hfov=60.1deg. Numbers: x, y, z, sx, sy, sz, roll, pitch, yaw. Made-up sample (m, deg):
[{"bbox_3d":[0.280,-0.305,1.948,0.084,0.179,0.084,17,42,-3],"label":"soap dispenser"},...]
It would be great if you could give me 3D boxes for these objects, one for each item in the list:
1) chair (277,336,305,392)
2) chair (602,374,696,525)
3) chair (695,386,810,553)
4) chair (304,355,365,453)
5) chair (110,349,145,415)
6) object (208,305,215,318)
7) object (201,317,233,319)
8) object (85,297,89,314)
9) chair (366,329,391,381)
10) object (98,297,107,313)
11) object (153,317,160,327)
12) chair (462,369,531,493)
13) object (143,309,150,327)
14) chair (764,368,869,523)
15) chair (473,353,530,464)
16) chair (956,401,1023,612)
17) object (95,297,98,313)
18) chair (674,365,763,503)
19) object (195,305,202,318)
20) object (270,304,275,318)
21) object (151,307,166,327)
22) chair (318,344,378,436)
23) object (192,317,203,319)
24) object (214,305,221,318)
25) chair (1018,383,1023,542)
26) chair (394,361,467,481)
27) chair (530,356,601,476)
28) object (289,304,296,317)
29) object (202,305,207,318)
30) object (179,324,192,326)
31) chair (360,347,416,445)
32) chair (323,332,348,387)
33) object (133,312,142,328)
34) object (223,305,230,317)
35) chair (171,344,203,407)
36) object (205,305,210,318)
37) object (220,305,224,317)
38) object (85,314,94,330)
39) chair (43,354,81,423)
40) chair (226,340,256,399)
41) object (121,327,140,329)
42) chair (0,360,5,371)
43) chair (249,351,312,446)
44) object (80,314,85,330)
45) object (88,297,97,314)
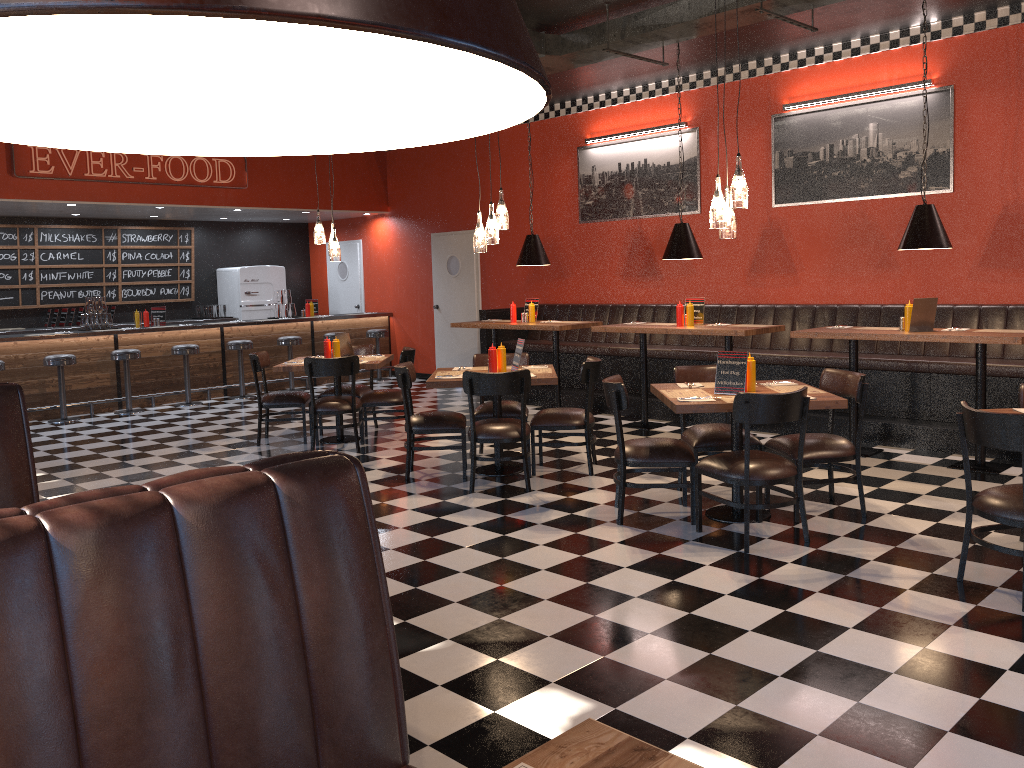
[{"bbox_3d":[-3.100,-0.283,12.415,0.349,0.772,0.349,-7,7,-44],"label":"chair"},{"bbox_3d":[0.845,0.392,5.520,0.544,0.864,0.488,-1,5,5],"label":"chair"},{"bbox_3d":[1.367,0.442,4.983,0.487,0.864,0.546,-4,6,-21],"label":"chair"},{"bbox_3d":[-1.595,0.164,8.008,0.486,0.864,0.546,-2,5,-5],"label":"chair"},{"bbox_3d":[-4.705,-0.038,10.839,0.348,0.772,0.350,-2,5,-4],"label":"chair"},{"bbox_3d":[-4.636,-1.106,13.667,0.105,0.208,0.106,-2,5,1],"label":"object"},{"bbox_3d":[-4.597,-1.030,13.816,0.438,0.018,0.273,-9,10,-44],"label":"object"},{"bbox_3d":[-5.373,-0.998,11.254,0.105,0.208,0.106,-2,5,1],"label":"object"},{"bbox_3d":[-2.030,-0.446,13.465,0.348,0.772,0.350,-2,5,1],"label":"chair"},{"bbox_3d":[-5.214,-1.005,11.267,0.105,0.208,0.106,-2,5,1],"label":"object"},{"bbox_3d":[-4.688,-0.824,11.681,0.093,0.135,0.047,-1,5,6],"label":"object"},{"bbox_3d":[-0.095,0.311,6.426,0.486,0.864,0.546,-2,5,1],"label":"chair"},{"bbox_3d":[-4.812,-0.869,11.655,0.068,0.237,0.068,-5,5,-31],"label":"object"},{"bbox_3d":[1.906,0.360,5.504,0.544,0.864,0.488,-2,5,-7],"label":"chair"},{"bbox_3d":[-0.090,0.188,7.423,0.486,0.864,0.547,-2,5,4],"label":"chair"},{"bbox_3d":[2.360,0.524,4.054,0.545,0.864,0.488,-3,5,-12],"label":"chair"},{"bbox_3d":[-5.297,-1.011,11.342,0.105,0.208,0.106,-2,5,1],"label":"object"},{"bbox_3d":[1.373,0.319,5.979,0.486,0.864,0.546,-2,5,-4],"label":"chair"},{"bbox_3d":[-4.938,-1.133,13.960,0.105,0.208,0.106,-2,5,1],"label":"object"},{"bbox_3d":[-3.531,-1.074,13.101,0.105,0.208,0.106,-2,5,1],"label":"object"},{"bbox_3d":[-4.700,-0.898,11.783,0.188,0.256,0.072,-3,5,-9],"label":"object"},{"bbox_3d":[-1.647,0.048,8.963,0.486,0.864,0.547,-1,5,12],"label":"chair"},{"bbox_3d":[-4.816,-1.049,14.026,0.438,0.018,0.273,-9,10,-44],"label":"object"},{"bbox_3d":[-4.584,-1.123,13.786,0.105,0.208,0.106,-2,5,1],"label":"object"},{"bbox_3d":[2.883,0.450,4.524,0.486,0.864,0.546,0,6,20],"label":"chair"},{"bbox_3d":[-0.629,0.269,6.902,0.544,0.864,0.488,-2,5,-2],"label":"chair"},{"bbox_3d":[0.432,0.238,6.886,0.544,0.864,0.488,-1,5,10],"label":"chair"},{"bbox_3d":[-3.266,-1.092,13.181,0.105,0.208,0.106,-2,5,1],"label":"object"},{"bbox_3d":[-4.818,-1.133,13.928,0.105,0.208,0.106,-2,5,1],"label":"object"},{"bbox_3d":[-4.329,-0.787,11.761,0.158,0.019,0.256,-6,8,-28],"label":"object"},{"bbox_3d":[-1.174,0.098,8.441,0.544,0.864,0.488,-2,5,-4],"label":"chair"},{"bbox_3d":[-2.565,-0.364,12.940,0.349,0.772,0.349,-6,6,-39],"label":"chair"},{"bbox_3d":[-4.840,-0.829,11.460,0.105,0.208,0.106,-2,5,1],"label":"object"},{"bbox_3d":[-4.457,-1.133,13.838,0.105,0.208,0.106,-2,5,1],"label":"object"},{"bbox_3d":[-4.170,-0.120,11.365,0.348,0.772,0.350,-2,5,1],"label":"chair"},{"bbox_3d":[-4.703,-1.115,13.753,0.105,0.208,0.106,-2,5,1],"label":"object"},{"bbox_3d":[-4.543,-1.140,13.915,0.105,0.208,0.106,-2,5,1],"label":"object"},{"bbox_3d":[-5.336,-0.780,11.173,0.105,0.208,0.106,-2,5,1],"label":"object"},{"bbox_3d":[-5.240,0.043,10.314,0.348,0.772,0.350,-1,5,6],"label":"chair"},{"bbox_3d":[-3.635,-0.201,11.890,0.348,0.772,0.350,-2,5,1],"label":"chair"},{"bbox_3d":[-4.862,-0.710,11.273,0.255,0.019,0.158,4,9,41],"label":"object"},{"bbox_3d":[-5.774,0.125,9.789,0.348,0.772,0.350,-1,5,6],"label":"chair"},{"bbox_3d":[-2.231,0.120,8.532,0.544,0.864,0.488,-2,5,-5],"label":"chair"},{"bbox_3d":[-5.423,-0.785,11.243,0.105,0.208,0.106,-2,5,1],"label":"object"},{"bbox_3d":[-5.306,-0.993,11.193,0.105,0.208,0.106,-2,5,1],"label":"object"}]
